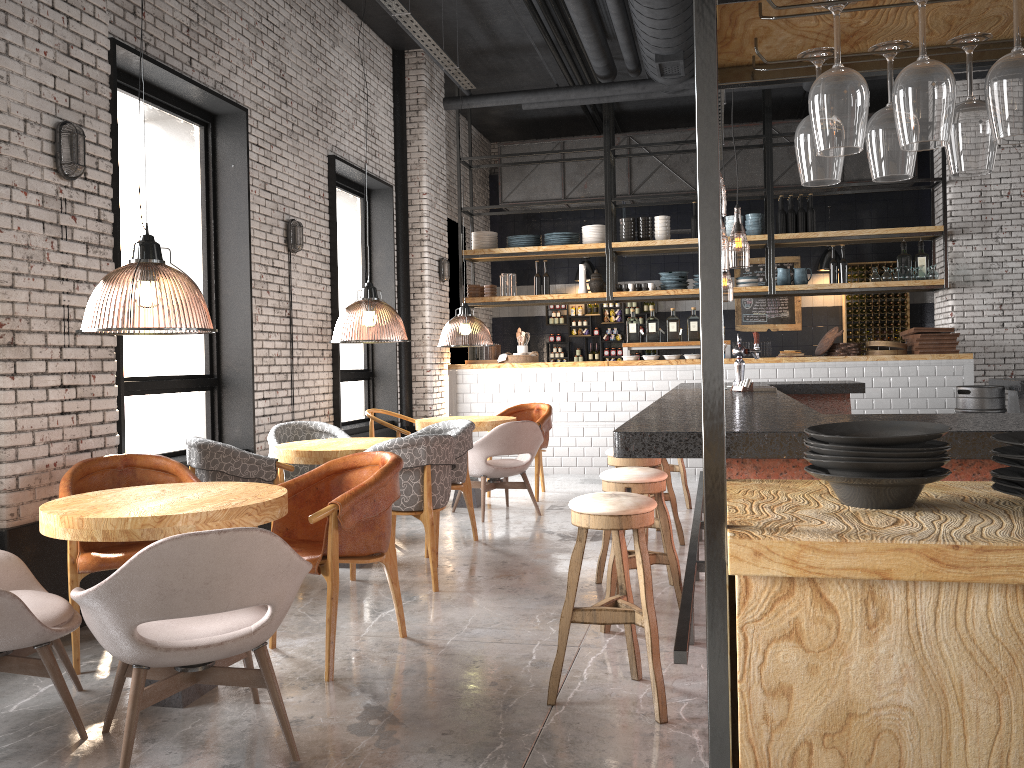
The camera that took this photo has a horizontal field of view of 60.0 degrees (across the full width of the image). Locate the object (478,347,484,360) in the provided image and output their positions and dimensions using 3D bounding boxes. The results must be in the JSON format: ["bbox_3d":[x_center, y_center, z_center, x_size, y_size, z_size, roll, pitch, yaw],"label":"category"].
[{"bbox_3d":[-0.370,-0.446,10.956,0.070,0.368,0.107,-1,0,12],"label":"object"}]

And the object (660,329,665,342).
[{"bbox_3d":[1.781,-0.579,10.554,0.077,0.164,0.039,-2,0,-32],"label":"object"}]

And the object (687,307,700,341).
[{"bbox_3d":[2.161,-0.706,10.527,0.154,0.404,0.154,-1,0,13],"label":"object"}]

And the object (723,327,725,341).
[{"bbox_3d":[2.479,-0.589,10.373,0.061,0.164,0.034,-2,0,-44],"label":"object"}]

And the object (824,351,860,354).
[{"bbox_3d":[3.775,-0.359,10.081,0.458,0.019,0.407,0,2,41],"label":"object"}]

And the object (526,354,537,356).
[{"bbox_3d":[0.225,-0.327,10.795,0.161,0.075,0.160,-2,1,-24],"label":"object"}]

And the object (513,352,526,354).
[{"bbox_3d":[0.094,-0.341,10.698,0.160,0.078,0.161,-1,1,-9],"label":"object"}]

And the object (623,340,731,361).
[{"bbox_3d":[1.968,-0.226,10.581,1.250,0.551,0.315,-1,1,13],"label":"object"}]

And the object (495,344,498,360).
[{"bbox_3d":[-0.207,-0.377,10.999,0.056,0.249,0.056,-1,0,-25],"label":"object"}]

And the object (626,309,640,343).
[{"bbox_3d":[1.462,-0.696,10.693,0.154,0.404,0.154,-1,0,13],"label":"object"}]

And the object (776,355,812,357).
[{"bbox_3d":[3.242,-0.317,10.126,0.458,0.019,0.407,-2,2,-35],"label":"object"}]

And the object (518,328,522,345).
[{"bbox_3d":[0.105,-0.553,10.977,0.017,0.289,0.090,-1,0,-40],"label":"object"}]

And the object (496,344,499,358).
[{"bbox_3d":[-0.187,-0.379,11.084,0.056,0.249,0.056,-1,0,-25],"label":"object"}]

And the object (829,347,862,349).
[{"bbox_3d":[3.756,-0.407,10.082,0.458,0.019,0.407,-2,2,-34],"label":"object"}]

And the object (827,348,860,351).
[{"bbox_3d":[3.739,-0.390,10.074,0.406,0.019,0.458,-1,2,27],"label":"object"}]

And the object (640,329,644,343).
[{"bbox_3d":[1.546,-0.575,10.592,0.032,0.164,0.080,-1,0,-16],"label":"object"}]

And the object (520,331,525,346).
[{"bbox_3d":[0.134,-0.463,10.871,0.033,0.370,0.137,-1,0,-21],"label":"object"}]

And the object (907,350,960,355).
[{"bbox_3d":[4.637,-0.352,9.828,0.405,0.044,0.636,-1,1,9],"label":"object"}]

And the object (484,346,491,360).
[{"bbox_3d":[-0.306,-0.447,10.942,0.070,0.368,0.107,-1,0,12],"label":"object"}]

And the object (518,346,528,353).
[{"bbox_3d":[0.135,-0.370,10.922,0.129,0.204,0.129,-2,1,-41],"label":"object"}]

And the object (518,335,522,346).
[{"bbox_3d":[0.108,-0.436,10.918,0.071,0.328,0.052,-1,0,-31],"label":"object"}]

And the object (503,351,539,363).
[{"bbox_3d":[0.105,-0.317,10.804,0.436,0.156,0.420,-2,1,-14],"label":"object"}]

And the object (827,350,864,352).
[{"bbox_3d":[3.768,-0.375,10.083,0.458,0.019,0.407,-2,2,-18],"label":"object"}]

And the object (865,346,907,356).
[{"bbox_3d":[4.195,-0.372,9.942,0.437,0.097,0.437,0,2,38],"label":"object"}]

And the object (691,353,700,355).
[{"bbox_3d":[2.091,-0.342,10.115,0.039,0.021,0.203,-1,1,-10],"label":"object"}]

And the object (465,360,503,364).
[{"bbox_3d":[-0.333,-0.273,11.055,0.411,0.050,0.411,-1,1,12],"label":"object"}]

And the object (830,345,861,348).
[{"bbox_3d":[3.782,-0.424,10.077,0.407,0.019,0.458,-2,2,-35],"label":"object"}]

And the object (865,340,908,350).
[{"bbox_3d":[4.197,-0.439,9.944,0.440,0.154,0.437,-2,2,-30],"label":"object"}]

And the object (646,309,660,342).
[{"bbox_3d":[1.686,-0.699,10.633,0.154,0.404,0.154,-1,0,13],"label":"object"}]

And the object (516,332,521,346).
[{"bbox_3d":[0.094,-0.468,10.950,0.087,0.356,0.026,-1,0,36],"label":"object"}]

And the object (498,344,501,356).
[{"bbox_3d":[-0.167,-0.382,11.169,0.056,0.249,0.056,-1,0,-25],"label":"object"}]

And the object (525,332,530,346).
[{"bbox_3d":[0.165,-0.460,10.913,0.123,0.358,0.076,-1,0,29],"label":"object"}]

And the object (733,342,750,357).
[{"bbox_3d":[2.655,-0.401,10.263,0.181,0.168,0.170,-1,1,23],"label":"object"}]

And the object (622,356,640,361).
[{"bbox_3d":[1.394,-0.301,10.378,0.216,0.055,0.324,-1,1,13],"label":"object"}]

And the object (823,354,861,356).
[{"bbox_3d":[3.780,-0.327,10.080,0.407,0.019,0.458,-3,2,-42],"label":"object"}]

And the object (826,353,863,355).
[{"bbox_3d":[3.794,-0.343,10.069,0.407,0.019,0.458,-2,1,-15],"label":"object"}]

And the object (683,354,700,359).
[{"bbox_3d":[2.078,-0.314,10.212,0.216,0.060,0.324,-1,1,13],"label":"object"}]

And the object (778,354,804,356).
[{"bbox_3d":[3.208,-0.334,10.181,0.276,0.019,0.514,-1,2,18],"label":"object"}]

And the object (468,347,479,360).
[{"bbox_3d":[-0.475,-0.537,10.965,0.106,0.554,0.157,-1,0,12],"label":"object"}]

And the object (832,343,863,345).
[{"bbox_3d":[3.758,-0.455,10.082,0.458,0.019,0.407,-2,2,-30],"label":"object"}]

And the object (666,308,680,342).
[{"bbox_3d":[1.925,-0.703,10.586,0.154,0.404,0.154,-1,0,13],"label":"object"}]

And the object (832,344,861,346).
[{"bbox_3d":[3.776,-0.440,10.080,0.407,0.019,0.458,-3,2,-44],"label":"object"}]

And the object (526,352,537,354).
[{"bbox_3d":[0.222,-0.346,10.797,0.161,0.078,0.160,-2,1,-24],"label":"object"}]

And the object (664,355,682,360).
[{"bbox_3d":[1.856,-0.308,10.281,0.216,0.055,0.324,-1,1,13],"label":"object"}]

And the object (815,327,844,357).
[{"bbox_3d":[3.574,-0.478,10.015,0.242,0.338,0.488,-1,1,-1],"label":"object"}]

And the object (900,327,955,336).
[{"bbox_3d":[4.567,-0.571,9.777,0.406,0.094,0.636,-1,1,11],"label":"object"}]

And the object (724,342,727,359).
[{"bbox_3d":[2.382,-0.382,10.100,0.128,0.189,0.123,-1,1,22],"label":"object"}]

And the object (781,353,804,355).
[{"bbox_3d":[3.199,-0.346,10.177,0.214,0.013,0.521,-1,1,9],"label":"object"}]

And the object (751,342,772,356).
[{"bbox_3d":[2.898,-0.407,10.301,0.181,0.168,0.170,-1,1,-7],"label":"object"}]

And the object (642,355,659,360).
[{"bbox_3d":[1.618,-0.306,10.313,0.216,0.059,0.324,-1,1,13],"label":"object"}]

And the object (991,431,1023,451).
[{"bbox_3d":[1.027,0.115,1.580,0.306,0.039,0.306,-1,1,-4],"label":"object"}]

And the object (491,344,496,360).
[{"bbox_3d":[-0.226,-0.374,10.915,0.056,0.249,0.056,-1,0,-25],"label":"object"}]

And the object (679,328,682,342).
[{"bbox_3d":[2.007,-0.582,10.508,0.031,0.164,0.046,-1,0,38],"label":"object"}]

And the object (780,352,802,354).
[{"bbox_3d":[3.208,-0.360,10.176,0.230,0.016,0.557,-1,2,19],"label":"object"}]

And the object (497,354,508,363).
[{"bbox_3d":[-0.031,-0.315,10.784,0.283,0.111,0.187,-2,2,-40],"label":"object"}]
